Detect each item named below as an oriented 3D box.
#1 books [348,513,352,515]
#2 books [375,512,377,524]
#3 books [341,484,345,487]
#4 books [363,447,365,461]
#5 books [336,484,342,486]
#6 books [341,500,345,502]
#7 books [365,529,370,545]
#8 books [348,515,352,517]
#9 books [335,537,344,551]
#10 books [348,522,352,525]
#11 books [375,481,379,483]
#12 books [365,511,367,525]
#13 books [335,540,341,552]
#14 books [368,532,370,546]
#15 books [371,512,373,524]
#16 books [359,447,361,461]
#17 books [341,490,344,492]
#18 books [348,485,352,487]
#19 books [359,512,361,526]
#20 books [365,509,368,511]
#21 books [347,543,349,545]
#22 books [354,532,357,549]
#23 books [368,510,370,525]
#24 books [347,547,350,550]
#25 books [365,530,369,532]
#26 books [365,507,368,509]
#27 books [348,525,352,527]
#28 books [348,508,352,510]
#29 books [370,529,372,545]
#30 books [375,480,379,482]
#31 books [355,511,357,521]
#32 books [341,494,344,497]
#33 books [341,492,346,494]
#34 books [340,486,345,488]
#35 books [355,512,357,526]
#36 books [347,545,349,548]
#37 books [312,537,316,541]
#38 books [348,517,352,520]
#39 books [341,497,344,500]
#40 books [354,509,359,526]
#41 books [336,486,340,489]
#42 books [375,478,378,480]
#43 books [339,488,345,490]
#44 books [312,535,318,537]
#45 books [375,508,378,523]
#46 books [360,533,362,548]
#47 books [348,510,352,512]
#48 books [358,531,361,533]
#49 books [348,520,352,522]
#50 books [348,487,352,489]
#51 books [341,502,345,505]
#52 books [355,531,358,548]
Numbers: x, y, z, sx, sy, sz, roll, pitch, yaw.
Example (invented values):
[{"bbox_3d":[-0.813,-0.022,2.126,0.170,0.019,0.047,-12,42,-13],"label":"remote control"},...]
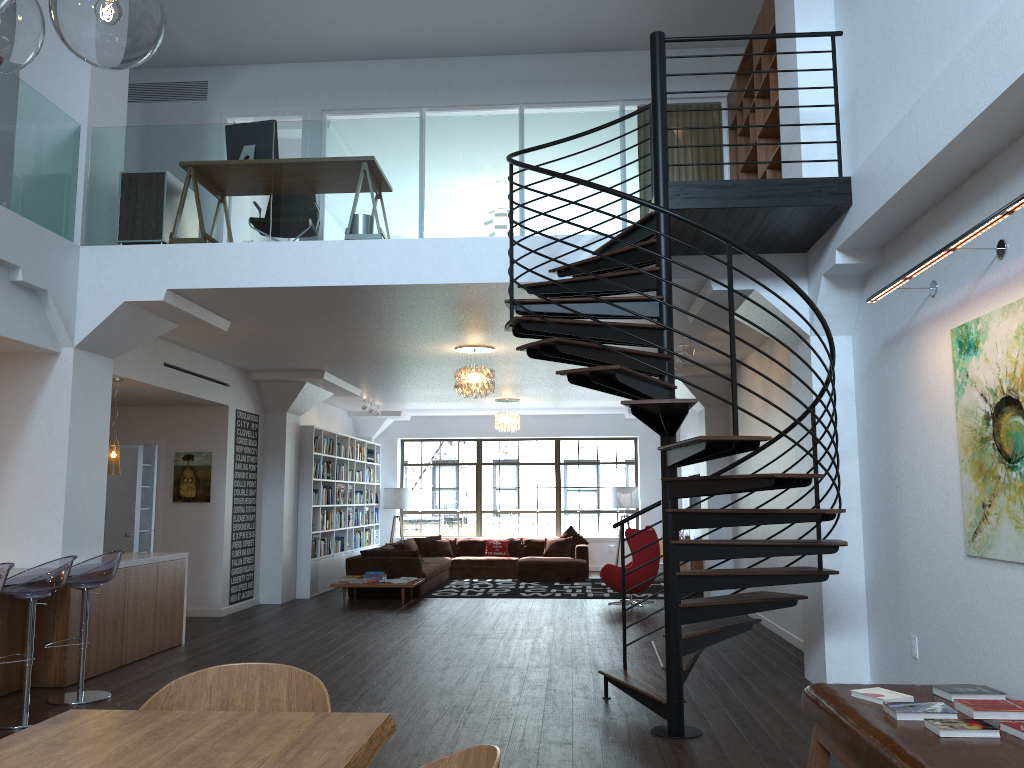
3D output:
[{"bbox_3d":[-2.796,2.170,14.801,0.223,0.032,0.161,-1,-7,4],"label":"books"},{"bbox_3d":[-2.637,2.525,16.716,0.161,0.213,0.118,-1,-7,4],"label":"books"},{"bbox_3d":[-2.814,1.648,14.426,0.129,0.043,0.185,-3,-8,18],"label":"books"},{"bbox_3d":[-2.720,1.255,15.809,0.183,0.253,0.034,-1,-7,4],"label":"books"},{"bbox_3d":[-2.828,1.590,13.999,0.223,0.027,0.161,-2,-8,13],"label":"books"},{"bbox_3d":[-2.819,1.893,14.371,0.160,0.039,0.251,-1,-7,9],"label":"books"},{"bbox_3d":[-2.664,2.792,16.172,0.140,0.298,0.044,-1,-7,4],"label":"books"},{"bbox_3d":[-2.802,2.204,14.790,0.253,0.040,0.183,-1,-7,4],"label":"books"},{"bbox_3d":[-2.796,2.596,14.393,0.140,0.231,0.042,-1,-7,4],"label":"books"},{"bbox_3d":[-2.807,2.324,14.772,0.251,0.037,0.160,-1,-7,9],"label":"books"},{"bbox_3d":[-2.680,1.864,16.776,0.284,0.035,0.197,-5,-9,33],"label":"books"},{"bbox_3d":[-2.698,2.396,15.879,0.174,0.251,0.051,-1,-7,4],"label":"books"},{"bbox_3d":[-2.806,2.587,14.166,0.139,0.191,0.036,-1,-7,4],"label":"books"},{"bbox_3d":[-2.685,2.811,16.120,0.189,0.247,0.057,-1,-7,4],"label":"books"},{"bbox_3d":[-2.670,2.475,16.391,0.168,0.228,0.139,-1,-7,4],"label":"books"},{"bbox_3d":[-2.738,1.227,15.559,0.171,0.246,0.057,-1,-7,4],"label":"books"},{"bbox_3d":[-2.828,1.734,14.404,0.161,0.033,0.223,-1,-7,4],"label":"books"},{"bbox_3d":[-2.794,1.706,14.758,0.224,0.030,0.161,-2,-8,14],"label":"books"},{"bbox_3d":[-2.726,2.349,15.472,0.174,0.242,0.105,-1,-7,4],"label":"books"},{"bbox_3d":[-2.712,2.259,15.905,0.223,0.031,0.161,-1,-7,4],"label":"books"},{"bbox_3d":[-2.846,2.658,14.702,0.254,0.032,0.174,-1,-7,9],"label":"books"},{"bbox_3d":[-2.755,2.664,15.127,0.198,0.284,0.066,-1,-7,3],"label":"books"},{"bbox_3d":[-2.685,2.434,16.171,0.183,0.253,0.042,-1,-7,4],"label":"books"},{"bbox_3d":[-2.841,2.724,14.690,0.284,0.035,0.197,-1,-7,4],"label":"books"},{"bbox_3d":[-2.701,2.785,16.062,0.198,0.284,0.066,-1,-7,4],"label":"books"},{"bbox_3d":[-2.712,2.230,15.917,0.224,0.030,0.161,-2,-8,14],"label":"books"},{"bbox_3d":[-2.805,2.361,14.765,0.246,0.038,0.171,-1,-7,4],"label":"books"},{"bbox_3d":[-2.785,2.084,14.798,0.185,0.041,0.129,-3,-8,18],"label":"books"},{"bbox_3d":[-2.671,2.824,16.390,0.176,0.290,0.053,-1,-7,4],"label":"books"},{"bbox_3d":[-2.680,1.830,16.780,0.284,0.033,0.197,-3,-8,19],"label":"books"},{"bbox_3d":[-2.750,2.304,15.174,0.182,0.255,0.077,-1,-7,4],"label":"books"},{"bbox_3d":[-2.830,1.811,14.392,0.168,0.045,0.231,0,-7,-1],"label":"books"},{"bbox_3d":[-2.822,1.769,14.393,0.183,0.042,0.253,-1,-7,4],"label":"books"},{"bbox_3d":[-2.821,1.681,14.425,0.144,0.024,0.208,-1,-7,9],"label":"books"},{"bbox_3d":[-2.745,2.304,15.134,0.174,0.243,0.085,-1,-7,4],"label":"books"},{"bbox_3d":[-2.841,2.690,14.695,0.284,0.033,0.197,1,-8,-11],"label":"books"},{"bbox_3d":[-2.912,2.217,12.704,0.174,0.045,0.240,1,-7,-7],"label":"books"},{"bbox_3d":[-2.797,2.245,14.793,0.231,0.044,0.168,0,-7,-1],"label":"books"},{"bbox_3d":[-2.844,1.853,14.373,0.180,0.042,0.259,-1,-7,4],"label":"books"},{"bbox_3d":[-2.746,2.306,15.326,0.197,0.290,0.136,-1,-7,4],"label":"books"},{"bbox_3d":[-2.834,1.629,14.017,0.174,0.045,0.240,-1,-7,3],"label":"books"},{"bbox_3d":[-2.679,1.797,16.780,0.254,0.032,0.174,-6,-9,38],"label":"books"},{"bbox_3d":[-2.842,1.708,14.432,0.223,0.027,0.161,1,-7,-7],"label":"books"},{"bbox_3d":[-2.906,2.177,12.686,0.223,0.027,0.161,-2,-8,13],"label":"books"},{"bbox_3d":[-2.632,2.506,16.872,0.176,0.290,0.053,-1,-7,4],"label":"books"},{"bbox_3d":[-2.717,2.724,15.469,0.183,0.253,0.034,-1,-7,3],"label":"books"},{"bbox_3d":[-2.781,2.117,14.800,0.208,0.024,0.144,-1,-7,9],"label":"books"},{"bbox_3d":[-2.724,2.710,15.507,0.176,0.290,0.036,-1,-7,3],"label":"books"},{"bbox_3d":[-2.810,2.289,14.802,0.259,0.040,0.180,-1,-7,4],"label":"books"},{"bbox_3d":[-2.794,1.734,14.746,0.223,0.031,0.161,-1,-7,4],"label":"books"},{"bbox_3d":[-2.816,1.932,14.368,0.171,0.039,0.246,-1,-7,4],"label":"books"},{"bbox_3d":[-2.739,2.675,15.237,0.176,0.290,0.053,-1,-7,3],"label":"books"}]
